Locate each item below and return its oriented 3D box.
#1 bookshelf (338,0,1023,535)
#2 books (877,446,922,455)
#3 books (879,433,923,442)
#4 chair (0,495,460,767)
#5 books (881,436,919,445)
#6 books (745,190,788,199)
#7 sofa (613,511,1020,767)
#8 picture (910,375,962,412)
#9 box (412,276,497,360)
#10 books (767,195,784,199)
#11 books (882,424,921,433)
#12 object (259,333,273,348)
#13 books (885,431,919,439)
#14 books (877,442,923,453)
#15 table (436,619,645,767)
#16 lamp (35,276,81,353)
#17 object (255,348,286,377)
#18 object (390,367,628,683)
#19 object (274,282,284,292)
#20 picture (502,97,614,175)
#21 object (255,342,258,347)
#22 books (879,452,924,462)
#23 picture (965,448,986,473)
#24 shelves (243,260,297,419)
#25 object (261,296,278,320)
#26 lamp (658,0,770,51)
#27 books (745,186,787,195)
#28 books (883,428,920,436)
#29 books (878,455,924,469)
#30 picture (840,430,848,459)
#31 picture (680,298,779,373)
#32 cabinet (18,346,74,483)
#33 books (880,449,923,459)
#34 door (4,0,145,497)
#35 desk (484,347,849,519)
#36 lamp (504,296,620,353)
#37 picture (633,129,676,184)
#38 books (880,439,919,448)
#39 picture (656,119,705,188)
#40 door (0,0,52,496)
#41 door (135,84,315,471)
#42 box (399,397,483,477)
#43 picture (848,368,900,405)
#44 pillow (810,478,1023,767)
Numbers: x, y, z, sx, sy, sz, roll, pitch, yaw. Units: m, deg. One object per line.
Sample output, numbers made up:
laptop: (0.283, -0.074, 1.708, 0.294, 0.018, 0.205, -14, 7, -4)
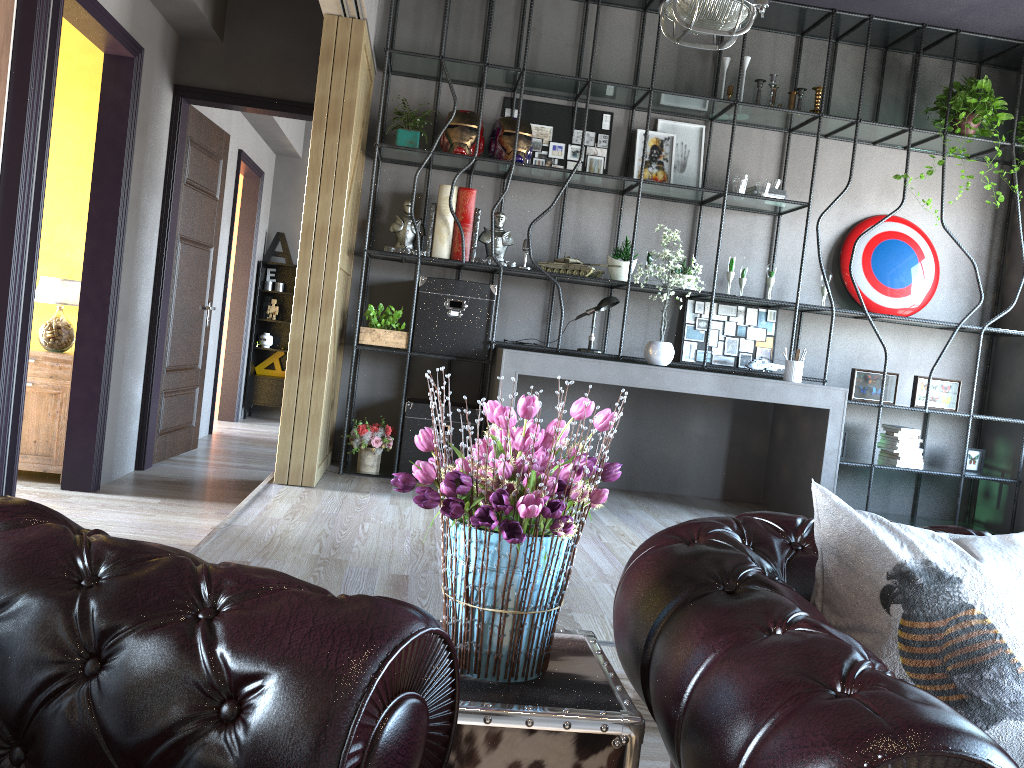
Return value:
bookshelf: (1.301, -0.833, 5.882, 4.482, 3.281, 0.527, 6, 2, -6)
books: (2.626, 0.451, 6.023, 0.192, 0.014, 0.255, 6, 3, -3)
books: (2.639, 0.364, 6.019, 0.174, 0.019, 0.244, 6, 3, -6)
chair: (-0.918, 0.569, 0.787, 1.245, 0.845, 1.492, 8, 3, 24)
books: (2.637, 0.384, 6.025, 0.155, 0.022, 0.205, 6, 3, -11)
books: (1.710, -1.269, 5.996, 0.243, 0.024, 0.175, 6, 3, -10)
sofa: (1.441, 0.807, 1.634, 2.565, 0.838, 1.240, 6, 2, -7)
picture: (2.835, 0.065, 5.930, 0.313, 0.212, 0.048, 6, 2, -6)
box: (-0.377, -0.426, 5.715, 0.489, 0.481, 0.374, 6, 2, -6)
books: (1.695, -1.247, 5.994, 0.166, 0.024, 0.227, 5, 3, -27)
books: (2.637, 0.300, 6.015, 0.159, 0.024, 0.201, 6, 3, -16)
object: (-2.632, -0.466, 9.488, 0.139, 0.162, 0.139, 5, 3, -41)
books: (2.642, 0.343, 6.010, 0.162, 0.023, 0.231, 7, 3, 9)
books: (2.627, 0.430, 6.021, 0.193, 0.028, 0.246, 6, 3, -11)
table: (-0.058, 0.755, 1.473, 0.417, 0.609, 0.406, 6, 2, -6)
lamp: (-2.752, -0.110, 5.312, 0.291, 1.044, 0.441, 5, 2, -33)
object: (-2.585, -0.245, 9.652, 0.393, 0.321, 0.057, 6, 2, -6)
object: (-0.004, 0.220, 1.455, 0.349, 0.484, 0.352, 8, 2, 24)
object: (-2.517, -1.043, 9.583, 0.095, 0.101, 0.095, 7, 2, 16)
picture: (0.294, -1.631, 5.963, 0.749, 0.503, 0.058, 6, 2, -6)
object: (-2.705, -0.422, 9.401, 0.042, 0.054, 0.031, 8, 3, 39)
books: (2.637, 0.495, 6.016, 0.175, 0.023, 0.249, 6, 3, -11)
picture: (3.180, 0.526, 6.111, 0.137, 0.165, 0.032, 6, 2, -6)
shelves: (-2.306, -0.423, 9.534, 0.911, 1.677, 0.353, 6, 2, -6)
object: (-2.593, -0.817, 9.494, 0.190, 0.254, 0.129, 6, 2, -8)
lamp: (0.983, -2.266, 4.365, 0.534, 1.148, 0.516, 6, 2, -29)
books: (1.705, -1.296, 5.988, 0.225, 0.029, 0.179, 6, 3, -14)
books: (2.643, 0.322, 6.023, 0.155, 0.020, 0.205, 6, 3, -6)
books: (2.633, 0.527, 6.015, 0.192, 0.043, 0.248, 6, 3, -6)
picture: (2.164, 0.400, 5.980, 0.172, 0.190, 0.036, 6, 2, -6)
picture: (1.500, -0.333, 6.113, 0.665, 0.447, 0.051, 6, 2, -6)
cabinet: (-3.260, 0.121, 5.266, 1.431, 0.750, 0.408, 6, 2, -6)
books: (2.640, 0.472, 6.015, 0.175, 0.023, 0.249, 6, 3, -6)
door: (-2.721, -0.672, 4.459, 1.098, 2.543, 1.150, 6, 2, -6)
desk: (0.905, 0.327, 5.719, 2.129, 0.885, 0.845, 6, 2, -6)
lamp: (0.331, -0.418, 5.815, 0.740, 0.371, 0.204, 7, 2, 18)
picture: (0.955, -1.495, 5.965, 0.267, 0.413, 0.101, 6, 2, -6)
books: (2.628, 0.405, 6.026, 0.158, 0.021, 0.224, 6, 3, -6)
picture: (1.131, -1.528, 6.024, 0.332, 0.514, 0.119, 6, 2, -6)
door: (-2.165, -0.553, 3.345, 0.219, 2.539, 1.003, 6, 2, -6)
door: (-1.858, -0.665, 6.437, 1.149, 2.543, 1.129, 6, 2, -6)
box: (-0.468, 0.353, 5.740, 0.489, 0.481, 0.374, 6, 2, -6)
picture: (2.399, 0.018, 5.882, 0.313, 0.212, 0.049, 6, 2, -6)
pillow: (0.788, 0.437, 1.617, 0.528, 0.469, 0.283, 7, 2, -3)
